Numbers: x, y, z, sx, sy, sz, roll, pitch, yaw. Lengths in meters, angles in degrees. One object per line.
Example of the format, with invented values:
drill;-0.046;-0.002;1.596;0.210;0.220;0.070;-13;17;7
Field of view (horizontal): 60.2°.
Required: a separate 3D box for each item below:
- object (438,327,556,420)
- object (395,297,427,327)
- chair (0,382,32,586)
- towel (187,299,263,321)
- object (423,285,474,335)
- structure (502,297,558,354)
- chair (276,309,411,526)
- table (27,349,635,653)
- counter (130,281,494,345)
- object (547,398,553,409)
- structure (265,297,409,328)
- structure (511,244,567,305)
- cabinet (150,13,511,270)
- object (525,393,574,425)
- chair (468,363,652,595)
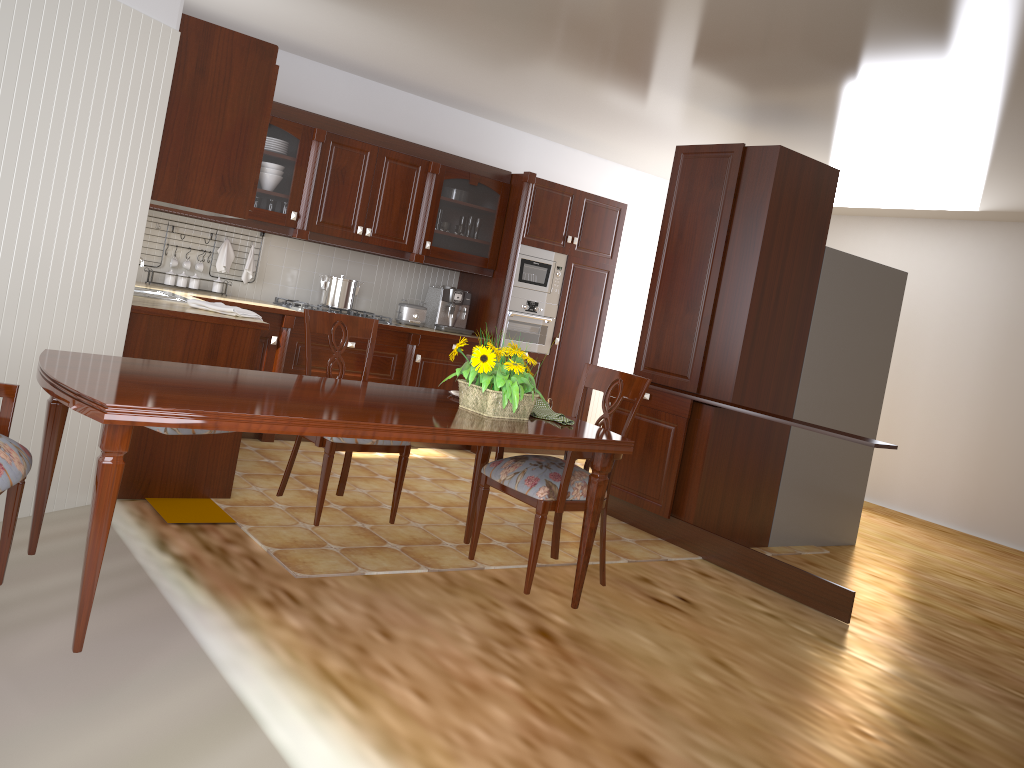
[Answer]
object;-0.035;-0.037;2.799;0.321;0.337;0.297;14;4;44
object;-0.702;-0.506;6.236;0.241;0.188;0.142;8;4;-37
chair;-1.334;0.127;1.984;0.458;0.744;0.407;10;2;-16
towel;-1.355;-0.333;4.221;0.331;0.097;0.343;12;5;15
object;-0.447;-0.543;6.410;0.273;0.321;0.326;8;4;-38
structure;0.124;-0.429;6.510;0.491;0.374;0.041;8;2;-38
chair;-0.628;0.123;3.415;0.402;0.744;0.463;9;3;-41
table;-0.496;0.316;2.599;1.668;0.557;0.741;7;5;-37
counter;-1.033;-0.358;5.206;2.767;0.032;1.842;6;7;-37
object;0.069;0.064;3.135;0.145;0.046;0.047;8;4;-24
structure;-1.159;-0.480;5.865;0.811;0.046;0.596;6;7;-37
structure;0.100;-0.832;6.630;0.492;0.385;0.319;8;4;-38
cabinet;-0.758;-1.154;5.033;2.765;0.777;1.381;7;6;-37
object;0.074;0.066;3.088;0.166;0.056;0.533;8;6;-24
chair;0.162;0.301;3.094;0.456;0.744;0.408;9;2;-37
